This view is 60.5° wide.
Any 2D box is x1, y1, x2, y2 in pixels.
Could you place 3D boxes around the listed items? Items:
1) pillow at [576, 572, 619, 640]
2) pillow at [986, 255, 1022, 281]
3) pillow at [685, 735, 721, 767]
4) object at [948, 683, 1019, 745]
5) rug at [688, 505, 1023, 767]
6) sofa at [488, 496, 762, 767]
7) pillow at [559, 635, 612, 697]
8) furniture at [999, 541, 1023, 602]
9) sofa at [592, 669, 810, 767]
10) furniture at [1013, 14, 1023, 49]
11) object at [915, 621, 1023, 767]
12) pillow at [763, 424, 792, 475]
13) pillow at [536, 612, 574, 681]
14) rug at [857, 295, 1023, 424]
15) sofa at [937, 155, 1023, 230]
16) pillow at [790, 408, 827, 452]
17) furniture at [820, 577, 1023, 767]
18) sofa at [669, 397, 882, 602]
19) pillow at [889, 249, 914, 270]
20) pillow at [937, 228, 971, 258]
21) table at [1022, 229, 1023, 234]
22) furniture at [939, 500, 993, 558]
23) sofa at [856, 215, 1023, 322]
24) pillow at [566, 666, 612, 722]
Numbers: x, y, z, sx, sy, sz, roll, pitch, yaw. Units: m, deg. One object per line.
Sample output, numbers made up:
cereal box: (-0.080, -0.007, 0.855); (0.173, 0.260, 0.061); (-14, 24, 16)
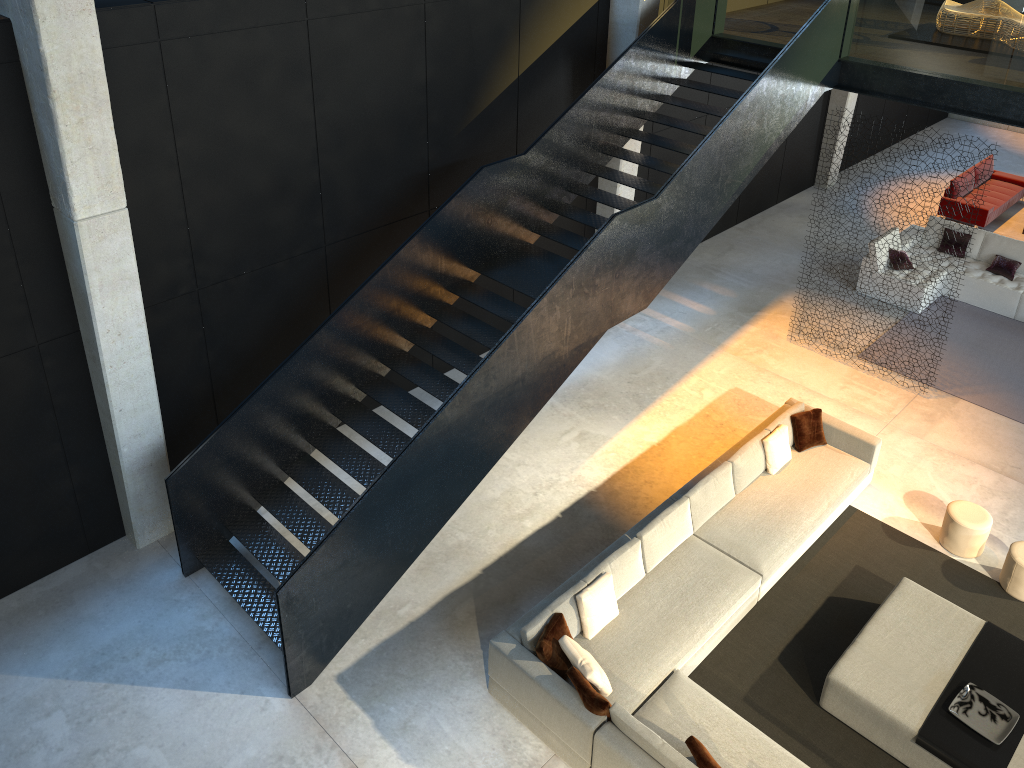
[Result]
pillow: (0.693, 1.780, 7.046); (0.213, 0.360, 0.413); (26, 38, 38)
pillow: (7.260, -1.725, 12.959); (0.396, 0.218, 0.336); (28, 40, 37)
pillow: (1.338, 2.564, 5.818); (0.273, 0.337, 0.428); (-18, 35, -30)
object: (3.420, 2.394, 6.369); (0.396, 0.034, 0.399); (-25, 40, -35)
rug: (2.777, 2.292, 7.282); (2.729, 0.019, 3.740); (28, 41, 36)
sofa: (1.000, 1.908, 7.191); (1.085, 0.682, 2.408); (27, 40, 36)
pillow: (0.548, 2.098, 6.533); (0.267, 0.335, 0.421); (-14, 34, -26)
furniture: (4.674, 1.700, 7.939); (0.409, 0.378, 0.417); (20, 35, 29)
sofa: (1.740, 2.856, 5.703); (1.085, 0.682, 2.410); (-26, 41, -37)
furniture: (6.471, -4.582, 11.174); (0.921, 0.447, 2.623); (-11, 34, -19)
object: (3.590, 2.352, 6.566); (0.551, 0.082, 1.519); (27, 40, 35)
pillow: (2.694, 0.667, 8.895); (0.213, 0.360, 0.414); (25, 37, 36)
pillow: (0.339, 2.014, 6.667); (0.262, 0.350, 0.419); (12, 32, 19)
rug: (6.774, -0.138, 11.304); (2.727, 0.019, 3.743); (-27, 42, -37)
sofa: (8.651, -3.495, 16.010); (0.841, 0.768, 2.365); (26, 39, 36)
pillow: (3.108, 0.474, 9.225); (0.402, 0.350, 0.273); (-12, 32, -22)
furniture: (3.437, 2.405, 6.771); (1.585, 0.377, 1.492); (28, 41, 36)
sofa: (2.629, 1.002, 8.696); (1.085, 0.682, 2.408); (27, 40, 36)
pillow: (5.770, -1.877, 13.045); (0.346, 0.272, 0.357); (-9, 32, -17)
pillow: (6.790, -2.157, 13.469); (0.203, 0.360, 0.413); (-25, 39, -39)
table: (9.574, -2.804, 15.277); (0.939, 0.400, 0.939); (28, 40, 36)
furniture: (4.348, 1.391, 8.422); (0.406, 0.378, 0.419); (-16, 34, -27)
sofa: (7.294, -1.257, 12.338); (1.879, 0.822, 4.281); (-26, 41, -37)
pillow: (0.575, 2.252, 6.296); (0.266, 0.350, 0.413); (-22, 37, -36)
